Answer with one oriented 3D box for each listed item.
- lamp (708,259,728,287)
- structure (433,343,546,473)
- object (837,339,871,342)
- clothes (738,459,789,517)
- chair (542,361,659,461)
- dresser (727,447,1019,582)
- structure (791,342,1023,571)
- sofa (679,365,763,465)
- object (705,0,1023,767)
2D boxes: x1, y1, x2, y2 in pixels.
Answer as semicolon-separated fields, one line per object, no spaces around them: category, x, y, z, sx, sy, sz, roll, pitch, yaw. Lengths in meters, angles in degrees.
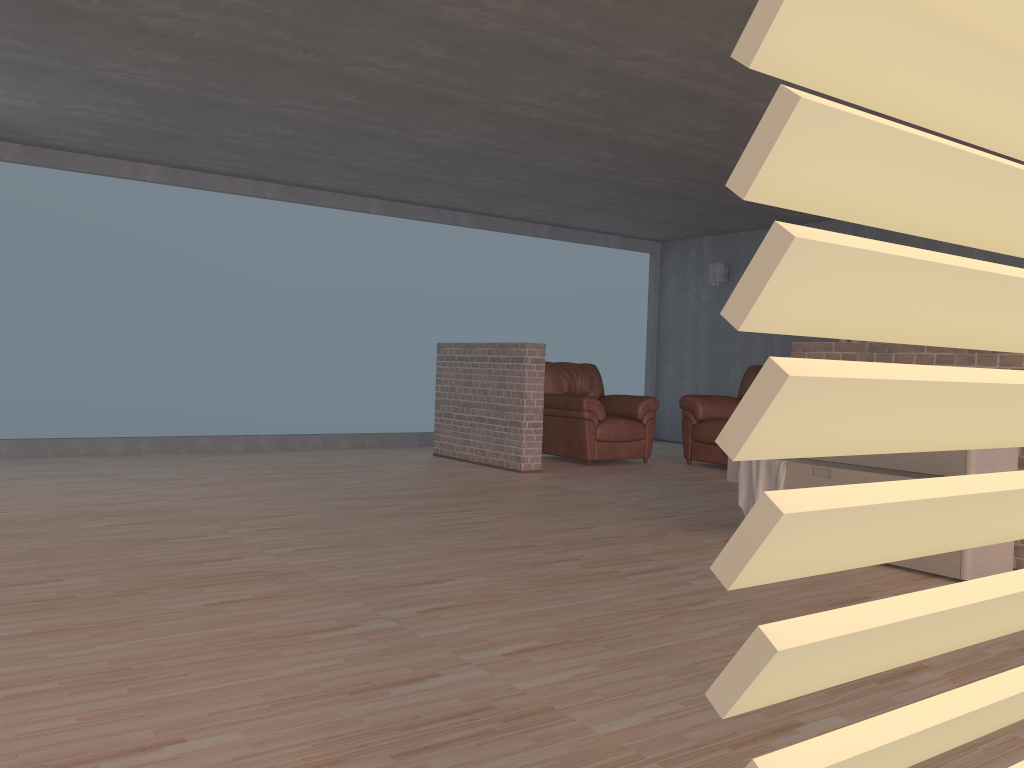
lamp;2.358;-1.270;10.173;0.168;0.319;0.165;1;1;-35
structure;-0.231;0.170;7.797;0.211;1.057;1.422;1;1;-35
object;1.874;-0.333;4.844;0.131;0.218;0.216;1;1;-36
clothes;1.252;0.548;4.401;0.097;0.369;0.325;1;1;-35
chair;0.746;0.238;8.437;0.970;0.879;0.936;1;1;-36
dresser;1.824;0.539;4.096;0.605;0.612;1.686;1;1;-35
structure;2.068;0.316;4.560;0.211;1.057;1.422;1;1;-35
sofa;2.582;0.294;7.765;0.981;0.923;2.202;1;1;-35
object;1.909;-0.271;1.691;4.372;2.114;0.044;1;1;-35
